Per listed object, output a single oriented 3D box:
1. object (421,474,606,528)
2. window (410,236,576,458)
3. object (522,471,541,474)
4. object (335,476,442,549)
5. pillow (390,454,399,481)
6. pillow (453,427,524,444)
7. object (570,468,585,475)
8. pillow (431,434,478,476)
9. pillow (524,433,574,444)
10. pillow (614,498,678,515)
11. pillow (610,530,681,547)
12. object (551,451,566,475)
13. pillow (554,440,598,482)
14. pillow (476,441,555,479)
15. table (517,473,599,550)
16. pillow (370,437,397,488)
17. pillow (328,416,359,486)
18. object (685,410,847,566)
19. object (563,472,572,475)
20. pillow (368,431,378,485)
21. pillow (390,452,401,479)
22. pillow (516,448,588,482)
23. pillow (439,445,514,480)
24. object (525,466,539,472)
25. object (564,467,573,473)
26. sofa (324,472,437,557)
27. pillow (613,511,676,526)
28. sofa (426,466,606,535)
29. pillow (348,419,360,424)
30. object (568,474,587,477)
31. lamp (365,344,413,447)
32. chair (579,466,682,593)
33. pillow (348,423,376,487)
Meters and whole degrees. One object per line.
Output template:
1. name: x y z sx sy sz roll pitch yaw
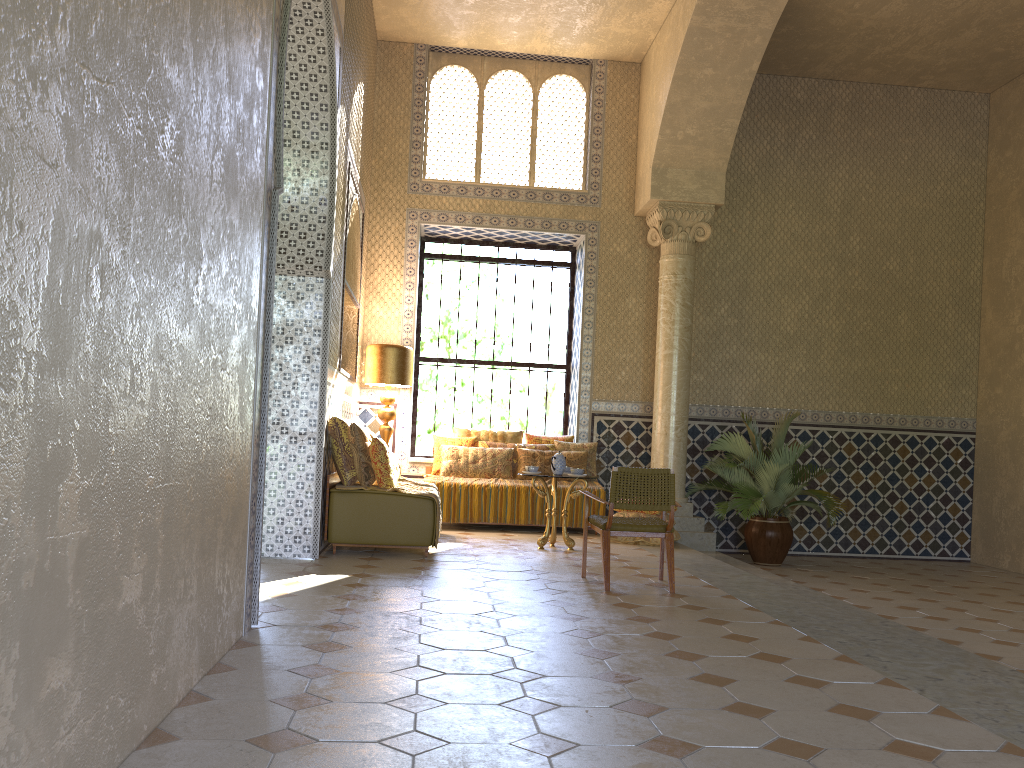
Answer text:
1. object: -0.037 1.859 14.207 2.886 0.717 1.316 3 -3 -5
2. window: -3.107 -0.731 15.351 8.487 3.988 0.574 3 -1 -9
3. object: 0.261 1.180 11.772 0.256 0.032 0.256 4 -4 -26
4. object: -1.564 1.618 11.567 1.314 0.717 2.890 3 -3 -5
5. pillow: -1.592 1.115 11.393 0.271 0.450 0.984 3 -3 -5
6. pillow: -0.398 1.151 14.726 1.192 0.832 0.422 3 -1 -5
7. object: 0.852 1.155 11.542 0.183 0.100 0.184 3 -3 -9
8. pillow: -0.940 1.185 14.456 0.741 0.693 0.341 3 -1 -5
9. pillow: 0.626 1.238 14.878 0.855 0.800 0.393 3 -1 -5
10. pillow: 1.952 1.823 13.109 0.803 0.310 0.749 1 -4 29
11. pillow: 1.934 2.234 13.124 0.990 0.368 1.045 1 -4 20
12. object: 0.622 1.055 11.844 0.273 0.323 0.199 3 -1 -16
13. pillow: 1.057 1.290 14.640 0.741 0.693 0.341 3 -1 -5
14. pillow: 0.064 1.267 14.528 1.341 0.615 0.370 3 -1 -5
15. table: 0.592 1.702 11.798 1.099 0.980 1.103 2 -2 24
16. pillow: -1.537 0.969 10.595 0.345 0.651 0.685 3 -2 -6
17. pillow: -2.025 0.831 10.919 0.422 0.831 1.194 3 -3 -5
18. object: 4.220 1.632 14.077 2.644 2.500 2.165 3 -2 -18
19. object: 0.743 1.228 12.170 0.256 0.032 0.256 4 -4 -26
20. pillow: -1.800 0.953 11.462 0.340 0.692 0.742 3 -2 -5
21. pillow: -1.679 1.171 12.326 0.271 0.450 0.984 3 -3 -5
22. pillow: 0.657 1.340 14.363 1.192 0.546 0.329 3 -1 -5
23. pillow: -0.562 1.275 14.251 1.192 0.546 0.329 3 -1 -5
24. object: 0.263 1.142 11.771 0.184 0.100 0.183 4 -3 -24
25. object: 0.745 1.190 12.169 0.184 0.100 0.183 4 -3 -16
26. sofa: -1.627 1.625 11.574 1.274 0.936 2.854 3 -3 -5
27. pillow: 1.925 2.031 13.115 0.931 0.347 0.882 2 -3 15
28. sofa: -0.003 1.874 14.273 2.850 0.937 1.275 3 -3 -5
29. pillow: -2.135 0.902 12.111 0.422 0.831 1.194 3 -3 -5
30. object: 0.850 1.193 11.542 0.256 0.032 0.256 3 -4 -9
31. lamp: -1.991 0.805 13.994 0.738 2.812 0.736 3 -1 -36
32. chair: 1.216 1.439 9.023 0.950 1.208 0.907 3 -2 -5
33. pillow: -1.806 0.870 10.715 0.383 0.780 0.835 3 -2 -5
